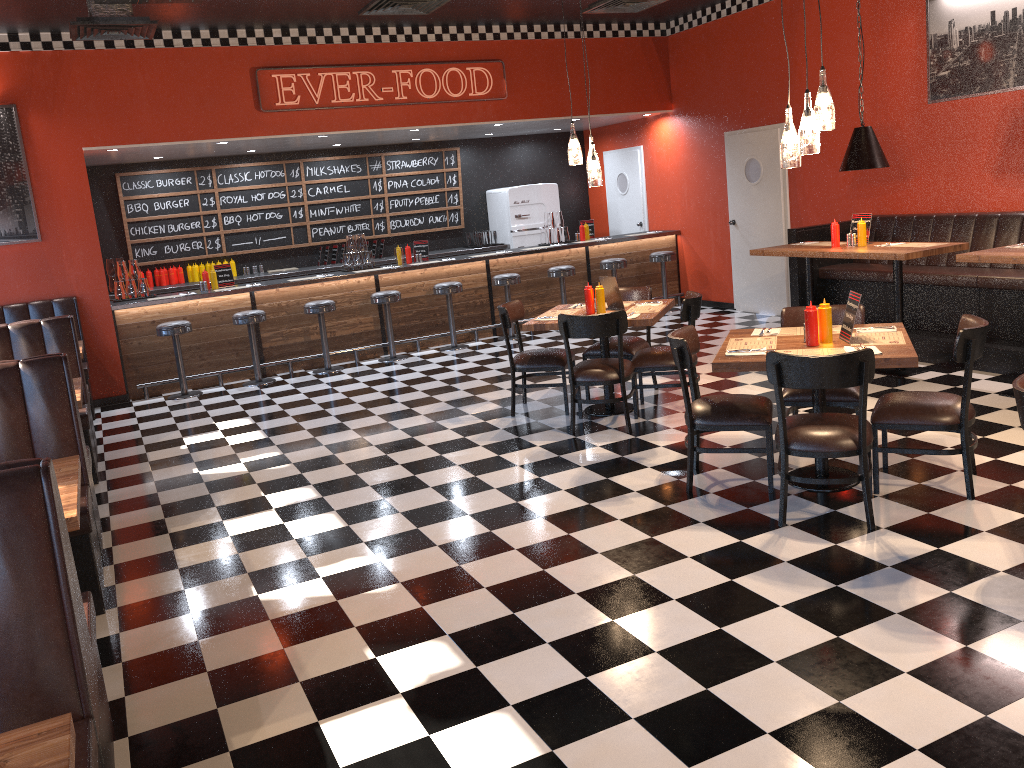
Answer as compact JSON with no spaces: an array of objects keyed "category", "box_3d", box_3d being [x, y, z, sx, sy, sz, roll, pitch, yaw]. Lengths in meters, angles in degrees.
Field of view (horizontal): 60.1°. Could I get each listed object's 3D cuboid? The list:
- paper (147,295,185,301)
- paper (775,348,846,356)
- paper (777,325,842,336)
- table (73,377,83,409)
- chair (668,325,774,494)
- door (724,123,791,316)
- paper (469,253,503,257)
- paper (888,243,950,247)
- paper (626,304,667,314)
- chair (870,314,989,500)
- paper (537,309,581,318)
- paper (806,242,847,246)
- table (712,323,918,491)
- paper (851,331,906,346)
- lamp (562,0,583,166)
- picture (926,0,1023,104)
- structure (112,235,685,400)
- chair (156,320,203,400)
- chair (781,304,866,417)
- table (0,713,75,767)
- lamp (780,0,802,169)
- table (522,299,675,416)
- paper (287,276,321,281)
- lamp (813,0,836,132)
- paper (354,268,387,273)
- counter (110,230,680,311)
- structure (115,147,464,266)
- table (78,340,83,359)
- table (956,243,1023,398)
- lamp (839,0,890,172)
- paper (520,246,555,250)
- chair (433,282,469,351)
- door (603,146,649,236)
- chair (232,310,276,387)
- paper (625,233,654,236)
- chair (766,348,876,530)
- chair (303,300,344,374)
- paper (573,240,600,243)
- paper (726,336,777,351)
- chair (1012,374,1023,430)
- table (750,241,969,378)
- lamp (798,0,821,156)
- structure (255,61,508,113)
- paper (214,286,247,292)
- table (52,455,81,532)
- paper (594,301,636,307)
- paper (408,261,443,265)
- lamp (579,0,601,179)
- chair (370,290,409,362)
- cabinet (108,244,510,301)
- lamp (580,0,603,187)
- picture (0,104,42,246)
[{"category":"paper","box_3d":[-3.644,-0.913,9.333,0.366,0.001,0.262,-11,13,-23]},{"category":"paper","box_3d":[1.520,-0.152,4.482,0.365,0.001,0.263,-2,13,18]},{"category":"paper","box_3d":[1.719,-0.308,5.108,0.365,0.001,0.263,-2,13,19]},{"category":"table","box_3d":[-3.475,0.554,5.380,1.697,0.768,0.961,-11,12,-24]},{"category":"chair","box_3d":[1.178,0.123,4.974,0.544,0.861,0.490,-3,11,17]},{"category":"door","box_3d":[2.888,-1.907,10.445,0.162,2.163,1.031,-10,11,-24]},{"category":"paper","box_3d":[-0.323,-1.583,10.871,0.367,0.001,0.262,-12,14,-28]},{"category":"paper","box_3d":[3.202,-1.095,6.976,0.262,0.001,0.367,-11,13,-21]},{"category":"paper","box_3d":[0.991,-0.557,6.593,0.261,0.001,0.368,-1,13,20]},{"category":"chair","box_3d":[2.173,0.102,4.604,0.544,0.861,0.490,0,12,29]},{"category":"paper","box_3d":[0.360,-0.542,6.817,0.261,0.001,0.368,-1,13,20]},{"category":"paper","box_3d":[2.795,-1.241,7.839,0.262,0.001,0.367,-11,13,-21]},{"category":"table","box_3d":[1.663,0.147,4.855,0.959,0.768,0.965,-2,12,20]},{"category":"paper","box_3d":[1.937,-0.242,4.702,0.261,0.001,0.368,-1,13,21]},{"category":"lamp","box_3d":[0.380,-2.596,6.472,0.109,1.951,0.109,-12,12,-32]},{"category":"picture","box_3d":[4.165,-2.898,7.275,0.023,0.932,1.779,-10,12,-24]},{"category":"structure","box_3d":[-0.859,-0.874,10.535,7.062,1.032,0.216,-11,11,-24]},{"category":"chair","box_3d":[-3.407,-0.255,9.070,0.348,0.769,0.351,-2,11,20]},{"category":"chair","box_3d":[1.855,-0.012,5.278,0.486,0.861,0.549,-1,11,23]},{"category":"table","box_3d":[-1.417,1.274,1.104,1.697,0.768,0.961,-11,12,-24]},{"category":"lamp","box_3d":[1.367,-2.089,4.478,0.108,1.951,0.109,-8,10,-13]},{"category":"table","box_3d":[0.718,-0.176,6.786,0.956,0.768,0.968,-2,12,20]},{"category":"paper","box_3d":[-2.330,-1.186,9.977,0.366,0.001,0.262,-11,13,-23]},{"category":"lamp","box_3d":[1.522,-2.266,4.417,0.108,1.951,0.109,2,12,37]},{"category":"paper","box_3d":[-1.647,-1.320,10.276,0.366,0.001,0.262,-11,13,-23]},{"category":"counter","box_3d":[-1.047,-1.450,10.720,7.062,0.050,0.679,-11,13,-24]},{"category":"structure","box_3d":[-2.771,-2.424,11.883,4.556,1.138,0.201,-11,11,-24]},{"category":"table","box_3d":[-4.498,0.196,7.506,1.697,0.768,0.961,-11,12,-24]},{"category":"table","box_3d":[3.786,-0.340,5.579,0.698,0.992,1.700,-11,13,-24]},{"category":"lamp","box_3d":[2.729,-2.720,6.946,0.382,2.029,0.385,-3,10,16]},{"category":"paper","box_3d":[0.320,-1.721,11.204,0.366,0.001,0.262,-11,13,-23]},{"category":"chair","box_3d":[-0.710,-0.797,10.308,0.348,0.769,0.351,-2,11,20]},{"category":"door","box_3d":[1.678,-2.331,12.961,0.162,2.163,1.031,-10,11,-24]},{"category":"chair","box_3d":[-2.733,-0.390,9.380,0.348,0.769,0.351,-1,11,25]},{"category":"paper","box_3d":[1.713,-1.999,11.836,0.366,0.001,0.263,-9,13,-14]},{"category":"chair","box_3d":[1.527,0.222,4.353,0.486,0.861,0.549,-2,11,20]},{"category":"chair","box_3d":[-2.059,-0.526,9.689,0.348,0.769,0.351,-1,11,25]},{"category":"paper","box_3d":[0.994,-1.854,11.506,0.366,0.001,0.262,-11,13,-23]},{"category":"paper","box_3d":[1.329,-0.224,4.903,0.261,0.001,0.368,-2,13,18]},{"category":"chair","box_3d":[2.119,0.413,3.197,0.544,0.861,0.490,-1,11,24]},{"category":"table","box_3d":[2.873,-0.660,7.478,0.698,0.992,1.700,-11,13,-24]},{"category":"lamp","box_3d":[1.426,-2.130,4.365,0.108,1.951,0.109,-3,10,17]},{"category":"structure","box_3d":[-1.380,-3.329,9.880,2.884,0.435,0.122,-11,11,-24]},{"category":"paper","box_3d":[-3.044,-1.037,9.624,0.366,0.001,0.262,-11,13,-23]},{"category":"table","box_3d":[-2.440,0.916,3.230,1.697,0.768,0.961,-11,12,-24]},{"category":"paper","box_3d":[0.773,-0.627,7.015,0.365,0.001,0.263,-1,13,22]},{"category":"paper","box_3d":[-1.026,-1.443,10.554,0.366,0.001,0.262,-11,13,-23]},{"category":"lamp","box_3d":[0.522,-2.500,6.488,0.109,1.951,0.109,-13,12,-37]},{"category":"chair","box_3d":[-1.384,-0.661,9.999,0.348,0.769,0.351,-3,11,15]},{"category":"cabinet","box_3d":[-2.499,-1.080,11.918,5.300,0.992,0.678,-11,12,-24]},{"category":"lamp","box_3d":[0.521,-2.415,6.377,0.108,1.951,0.109,-2,11,22]},{"category":"picture","box_3d":[-5.105,-1.929,8.309,1.026,1.291,0.016,-11,11,-24]}]
